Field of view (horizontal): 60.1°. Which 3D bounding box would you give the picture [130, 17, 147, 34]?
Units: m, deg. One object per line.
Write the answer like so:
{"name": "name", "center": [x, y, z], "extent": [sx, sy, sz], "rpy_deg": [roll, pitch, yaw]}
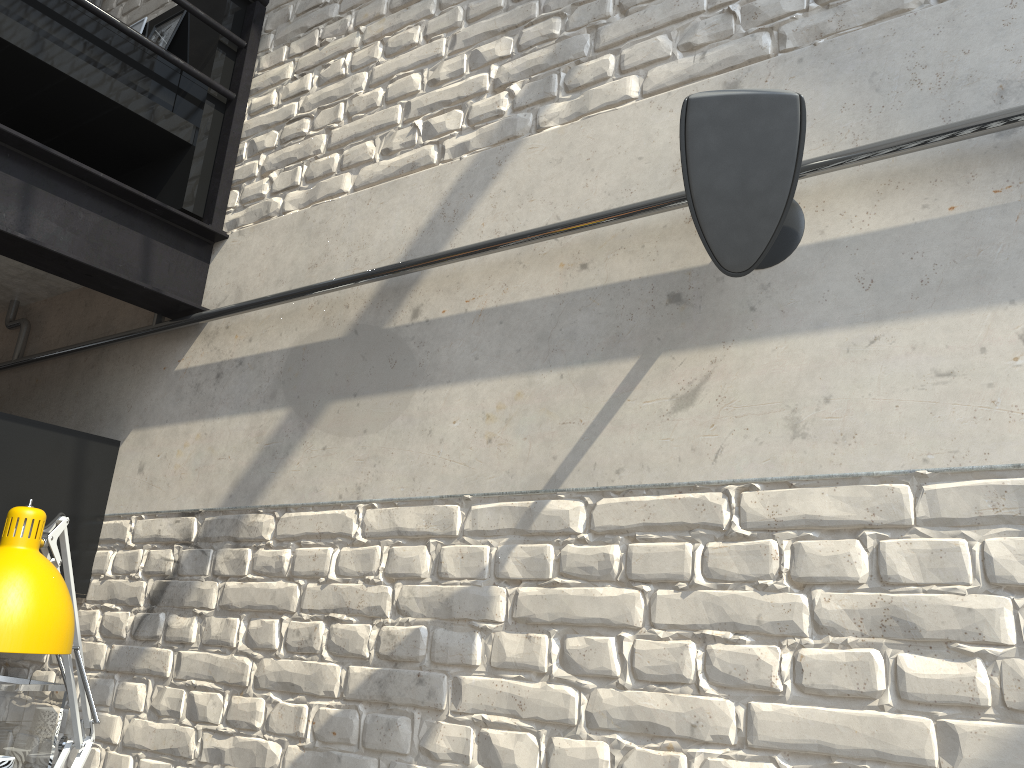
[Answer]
{"name": "picture", "center": [-1.349, -1.085, 3.000], "extent": [0.225, 0.320, 0.033], "rpy_deg": [-9, -23, 33]}

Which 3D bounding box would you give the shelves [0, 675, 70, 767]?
{"name": "shelves", "center": [-1.719, 1.230, 2.293], "extent": [1.244, 0.946, 0.284], "rpy_deg": [-9, -23, 34]}

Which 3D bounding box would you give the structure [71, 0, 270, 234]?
{"name": "structure", "center": [-3.582, -0.070, 1.361], "extent": [3.768, 3.409, 4.713], "rpy_deg": [-9, -22, 34]}

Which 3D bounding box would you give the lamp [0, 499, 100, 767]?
{"name": "lamp", "center": [-0.359, 0.934, 0.906], "extent": [0.623, 1.651, 1.557], "rpy_deg": [20, -24, -38]}

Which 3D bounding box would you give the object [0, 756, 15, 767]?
{"name": "object", "center": [-1.277, 0.974, 2.181], "extent": [0.082, 0.102, 0.107], "rpy_deg": [10, -19, -19]}

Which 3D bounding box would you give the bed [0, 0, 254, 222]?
{"name": "bed", "center": [-3.433, -0.953, 2.903], "extent": [4.457, 0.859, 2.655], "rpy_deg": [-8, -21, 34]}

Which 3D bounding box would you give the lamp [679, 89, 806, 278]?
{"name": "lamp", "center": [0.370, -0.312, 1.394], "extent": [0.177, 0.312, 0.351], "rpy_deg": [-2, -19, 17]}

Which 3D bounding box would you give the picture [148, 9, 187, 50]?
{"name": "picture", "center": [-1.137, -1.088, 2.832], "extent": [0.174, 0.254, 0.055], "rpy_deg": [-9, -23, 33]}

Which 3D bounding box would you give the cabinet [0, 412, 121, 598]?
{"name": "cabinet", "center": [-2.812, 0.526, 3.325], "extent": [3.875, 0.430, 0.393], "rpy_deg": [-8, -22, 34]}
